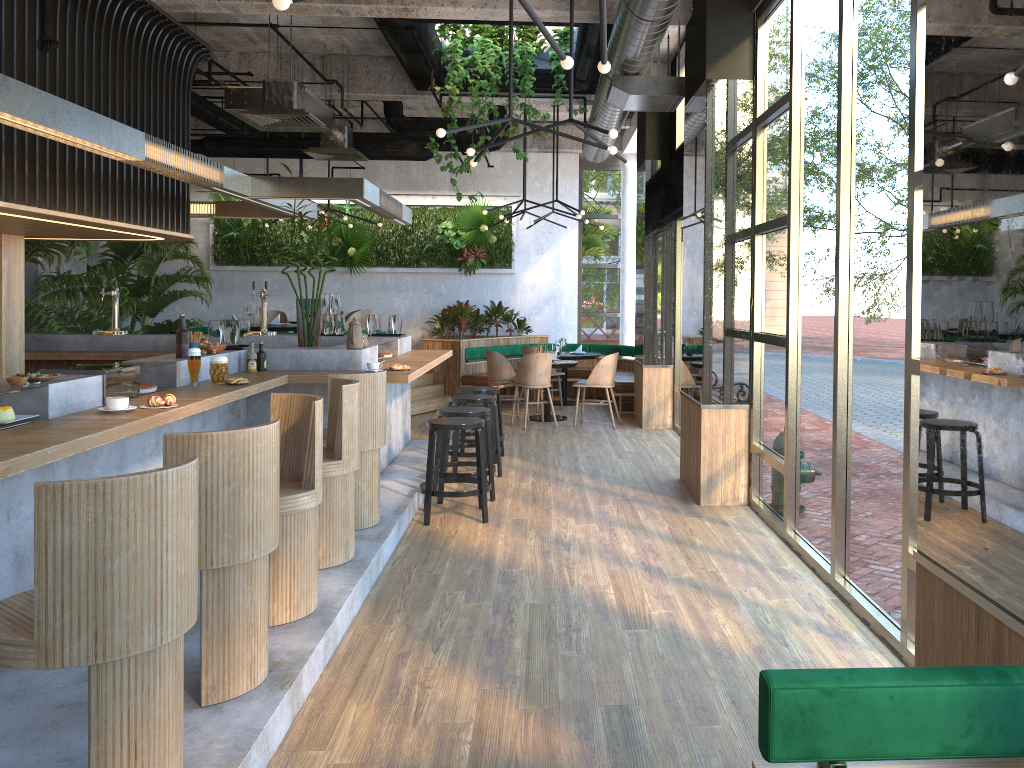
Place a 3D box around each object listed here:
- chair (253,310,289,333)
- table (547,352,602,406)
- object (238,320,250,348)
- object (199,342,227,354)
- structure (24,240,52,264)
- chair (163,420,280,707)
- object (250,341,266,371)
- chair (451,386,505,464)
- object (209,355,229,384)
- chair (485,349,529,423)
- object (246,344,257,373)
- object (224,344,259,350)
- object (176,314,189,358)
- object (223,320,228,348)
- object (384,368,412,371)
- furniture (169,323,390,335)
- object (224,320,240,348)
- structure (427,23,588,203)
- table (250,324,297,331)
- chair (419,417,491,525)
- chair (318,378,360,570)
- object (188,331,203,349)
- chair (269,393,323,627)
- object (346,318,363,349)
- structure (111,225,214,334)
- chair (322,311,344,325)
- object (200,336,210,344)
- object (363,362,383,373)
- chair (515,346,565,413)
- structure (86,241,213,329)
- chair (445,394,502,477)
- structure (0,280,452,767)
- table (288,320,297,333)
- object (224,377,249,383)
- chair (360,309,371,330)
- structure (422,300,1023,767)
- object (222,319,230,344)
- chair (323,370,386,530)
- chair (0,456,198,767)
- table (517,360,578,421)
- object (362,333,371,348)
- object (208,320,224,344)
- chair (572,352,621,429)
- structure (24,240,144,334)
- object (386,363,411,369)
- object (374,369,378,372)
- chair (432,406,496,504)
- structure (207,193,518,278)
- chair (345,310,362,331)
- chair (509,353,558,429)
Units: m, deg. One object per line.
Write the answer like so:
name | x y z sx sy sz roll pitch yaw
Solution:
chair | -3.138 -0.495 11.546 0.514 0.920 0.540 0 2 -21
table | 0.789 -0.078 13.296 1.149 0.748 1.056 -2 5 -32
object | -2.017 -0.376 6.648 0.100 0.208 0.110 2 3 44
object | -2.039 -0.241 5.939 0.189 0.072 0.232 2 5 20
structure | -5.671 -1.033 9.237 1.358 2.968 1.519 1 2 8
chair | -1.167 0.627 3.338 0.569 0.966 0.528 -1 2 -25
object | -1.825 -0.198 6.339 0.068 0.214 0.170 1 3 26
chair | -0.329 0.390 8.684 0.505 0.694 0.526 1 3 13
object | -1.801 -0.088 5.444 0.112 0.171 0.136 0 3 -6
chair | -0.077 0.009 11.495 0.576 0.920 0.482 -1 2 -21
object | -1.837 -0.188 6.266 0.073 0.209 0.067 -1 2 -33
object | -2.054 -0.271 6.535 0.273 0.018 0.438 1 6 0
object | -2.048 -0.300 5.515 0.072 0.276 0.078 1 2 36
object | -2.081 -0.366 6.536 0.101 0.208 0.110 2 2 34
object | -0.841 -0.110 6.552 0.197 0.013 0.216 4 7 35
furniture | -3.511 -0.210 11.948 2.857 1.131 4.582 -3 6 -35
object | -2.022 -0.354 6.420 0.100 0.208 0.110 2 3 44
structure | -0.452 -3.144 9.565 1.541 2.339 3.119 2 4 36
table | -3.016 -0.345 10.870 1.128 0.748 1.076 -1 4 -15
chair | -0.408 0.612 6.420 0.520 0.694 0.511 0 3 -5
chair | -1.126 0.474 4.900 0.574 0.966 0.522 -1 3 -40
object | -2.038 -0.259 5.684 0.103 0.161 0.107 2 3 34
chair | -1.157 0.553 4.086 0.530 0.966 0.566 1 2 23
object | -1.163 -0.376 6.587 0.123 0.233 0.206 -1 3 -32
structure | -5.342 -1.480 13.404 1.916 3.246 1.612 0 2 -3
chair | -2.431 -0.479 11.449 0.478 0.920 0.580 2 3 29
object | -2.092 -0.278 6.143 0.161 0.106 0.086 -4 5 -44
object | -0.888 -0.127 6.414 0.175 0.072 0.435 4 6 35
chair | 0.399 -0.088 12.531 0.475 0.920 0.584 2 3 44
structure | -5.531 -1.545 12.999 1.427 3.350 2.067 1 2 15
chair | -0.354 0.460 7.974 0.526 0.694 0.505 0 3 -12
structure | -3.666 0.176 5.344 5.868 1.723 7.135 0 5 0
table | -3.076 -0.526 12.676 0.806 0.743 0.796 0 3 -4
object | -1.676 -0.019 5.406 0.093 0.041 0.148 4 6 33
chair | -2.479 -0.719 13.887 0.559 0.920 0.497 0 2 -1
structure | -1.293 0.362 4.598 6.050 1.542 20.145 1 6 1
object | -2.125 -0.378 6.653 0.100 0.208 0.110 2 3 44
chair | -1.086 0.399 5.670 0.574 0.966 0.522 -2 3 -44
chair | -1.196 0.706 2.529 0.540 0.966 0.556 1 2 10
table | 0.464 0.082 11.614 0.806 0.743 0.796 0 3 -4
object | -1.136 -0.339 6.788 0.099 0.119 0.088 1 3 8
object | -2.138 -0.354 6.406 0.100 0.208 0.110 2 3 44
chair | 1.060 0.060 11.074 0.546 0.920 0.509 1 2 14
structure | -5.268 -1.209 9.690 2.064 3.123 2.949 1 3 11
object | -0.845 -0.130 6.559 0.156 0.052 0.161 5 7 44
object | -0.943 -0.085 6.213 0.030 0.027 0.132 -1 6 -21
chair | -0.386 0.549 7.067 0.524 0.694 0.507 0 3 -10
structure | -2.407 -2.449 14.353 5.087 1.489 0.808 0 2 -5
chair | -2.431 -0.607 12.747 0.576 0.920 0.482 -1 2 -21
chair | 0.271 0.058 11.026 0.514 0.920 0.540 0 2 -21
